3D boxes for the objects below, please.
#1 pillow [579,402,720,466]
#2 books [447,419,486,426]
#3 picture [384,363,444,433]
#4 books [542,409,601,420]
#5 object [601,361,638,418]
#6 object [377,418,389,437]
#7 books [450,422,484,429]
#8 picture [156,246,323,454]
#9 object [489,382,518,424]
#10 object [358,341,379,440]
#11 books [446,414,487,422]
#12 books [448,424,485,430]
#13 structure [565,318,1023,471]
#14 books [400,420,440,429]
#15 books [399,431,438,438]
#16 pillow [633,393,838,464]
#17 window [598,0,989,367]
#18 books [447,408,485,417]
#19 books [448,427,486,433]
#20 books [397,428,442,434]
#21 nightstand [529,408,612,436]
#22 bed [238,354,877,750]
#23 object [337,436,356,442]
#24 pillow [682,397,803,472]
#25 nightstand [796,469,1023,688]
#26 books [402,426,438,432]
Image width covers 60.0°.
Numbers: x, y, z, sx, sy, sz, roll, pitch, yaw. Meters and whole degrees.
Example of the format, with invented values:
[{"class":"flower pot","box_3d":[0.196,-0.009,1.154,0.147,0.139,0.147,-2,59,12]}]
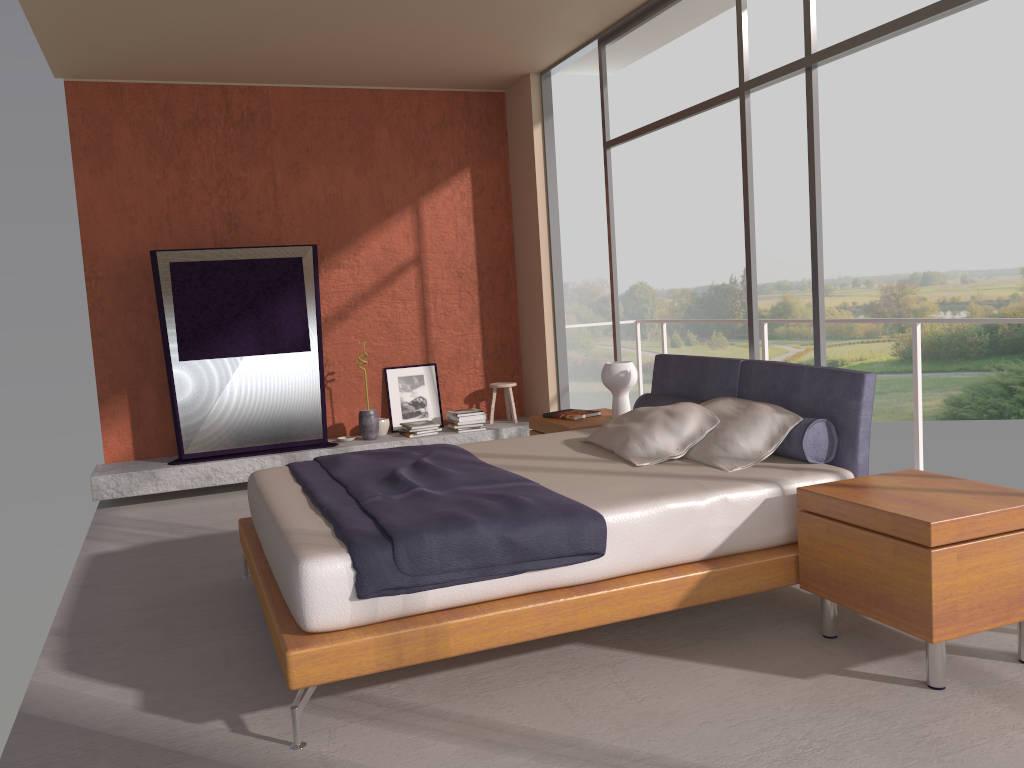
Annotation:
[{"class":"pillow","box_3d":[0.643,0.223,4.307,0.431,0.264,0.869,-5,6,-13]},{"class":"books","box_3d":[-0.383,0.306,7.453,0.247,0.027,0.328,-5,6,-19]},{"class":"picture","box_3d":[-0.838,0.116,7.600,0.458,0.550,0.117,-6,6,-21]},{"class":"books","box_3d":[0.381,0.193,5.647,0.247,0.025,0.287,-8,7,-40]},{"class":"object","box_3d":[0.664,0.036,5.429,0.224,0.338,0.224,-4,5,-9]},{"class":"object","box_3d":[-1.111,0.363,7.402,0.179,0.137,0.180,-4,5,-8]},{"class":"books","box_3d":[-0.378,0.335,7.436,0.247,0.025,0.287,-5,5,-10]},{"class":"picture","box_3d":[-2.018,-0.275,6.727,1.129,1.496,0.126,-6,6,-21]},{"class":"object","box_3d":[-0.056,0.165,7.720,0.260,0.349,0.257,1,7,38]},{"class":"object","box_3d":[-1.178,0.051,7.172,0.165,0.810,0.165,-3,5,3]},{"class":"books","box_3d":[-0.385,0.273,7.450,0.247,0.038,0.319,-6,6,-23]},{"class":"books","box_3d":[-0.382,0.354,7.463,0.247,0.018,0.287,-6,6,-21]},{"class":"structure","box_3d":[2.181,0.219,4.129,0.728,1.005,7.689,-6,6,-21]},{"class":"books","box_3d":[-0.763,0.337,7.336,0.247,0.018,0.328,-6,6,-24]},{"class":"books","box_3d":[-0.774,0.404,7.338,0.247,0.025,0.287,-6,6,-24]},{"class":"pillow","box_3d":[1.032,0.193,4.365,0.205,0.201,1.470,-6,6,-21]},{"class":"window","box_3d":[1.816,-0.709,3.714,0.075,3.133,6.106,-6,6,-21]},{"class":"books","box_3d":[-0.389,0.242,7.452,0.247,0.025,0.287,-6,6,-21]},{"class":"books","box_3d":[-0.379,0.372,7.459,0.247,0.018,0.328,-5,6,-19]},{"class":"books","box_3d":[-0.766,0.379,7.348,0.247,0.018,0.328,-8,7,-36]},{"class":"nightstand","box_3d":[0.498,0.484,5.592,0.562,0.556,0.628,-6,6,-21]},{"class":"bed","box_3d":[0.078,0.464,4.028,2.462,0.959,2.017,-6,6,-21]},{"class":"object","box_3d":[-1.341,0.454,7.197,0.152,0.040,0.152,-2,6,14]},{"class":"pillow","box_3d":[0.943,0.220,4.038,0.400,0.265,0.791,-5,6,-18]},{"class":"nightstand","box_3d":[1.449,0.655,3.135,0.562,0.556,0.628,-6,6,-21]},{"class":"books","box_3d":[-0.759,0.358,7.334,0.247,0.025,0.287,-5,6,-18]}]
